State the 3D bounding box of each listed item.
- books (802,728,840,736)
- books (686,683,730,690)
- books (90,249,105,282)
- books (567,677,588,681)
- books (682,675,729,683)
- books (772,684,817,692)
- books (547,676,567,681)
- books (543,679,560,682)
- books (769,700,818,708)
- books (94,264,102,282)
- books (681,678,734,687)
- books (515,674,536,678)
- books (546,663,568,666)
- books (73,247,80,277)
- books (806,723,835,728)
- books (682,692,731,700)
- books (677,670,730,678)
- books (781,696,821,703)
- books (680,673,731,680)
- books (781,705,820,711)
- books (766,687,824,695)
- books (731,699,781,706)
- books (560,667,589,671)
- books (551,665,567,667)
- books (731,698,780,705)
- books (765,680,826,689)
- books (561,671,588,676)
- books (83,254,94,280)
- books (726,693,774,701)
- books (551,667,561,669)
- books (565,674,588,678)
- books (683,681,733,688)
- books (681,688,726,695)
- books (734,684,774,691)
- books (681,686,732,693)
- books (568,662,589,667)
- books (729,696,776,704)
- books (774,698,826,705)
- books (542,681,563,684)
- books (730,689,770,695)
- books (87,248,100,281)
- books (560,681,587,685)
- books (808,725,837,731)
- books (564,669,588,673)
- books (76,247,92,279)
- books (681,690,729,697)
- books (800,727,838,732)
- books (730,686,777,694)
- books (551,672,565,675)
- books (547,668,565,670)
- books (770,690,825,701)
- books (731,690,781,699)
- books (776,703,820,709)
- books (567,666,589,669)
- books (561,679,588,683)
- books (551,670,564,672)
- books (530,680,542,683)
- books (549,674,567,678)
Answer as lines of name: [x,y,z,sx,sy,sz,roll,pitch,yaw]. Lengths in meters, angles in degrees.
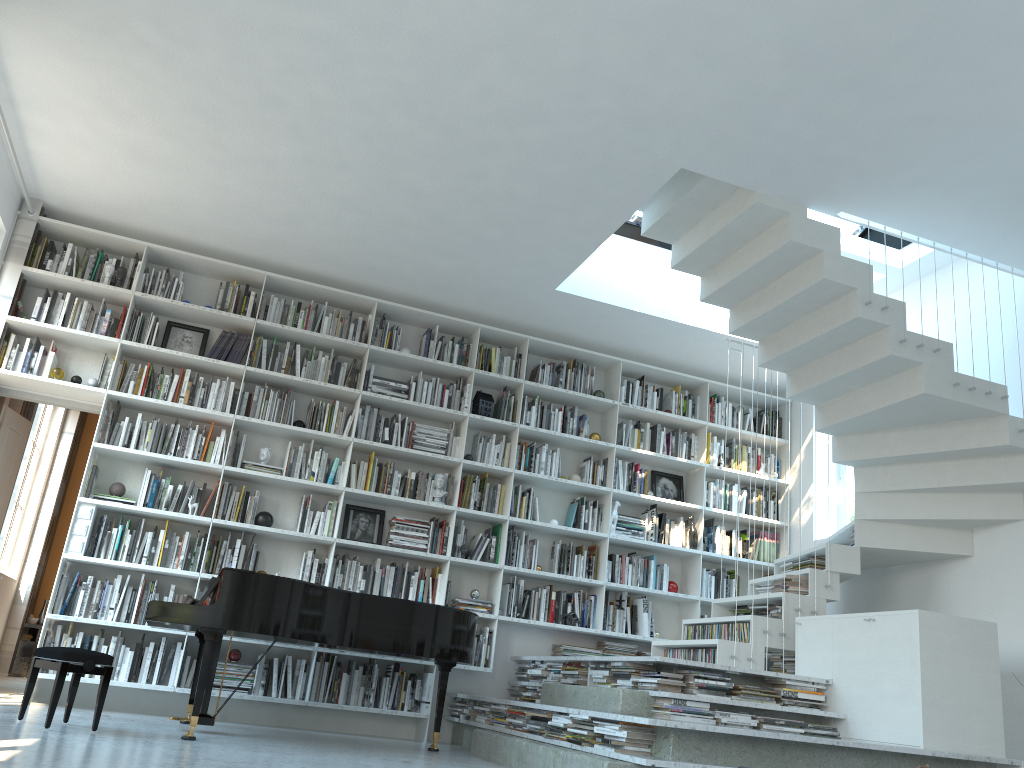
books: [1.664,1.917,4.895,0.234,0.017,0.152,12,-20,-16]
books: [1.056,1.659,4.863,0.210,0.012,0.168,12,-20,-16]
books: [-2.977,-0.801,6.352,0.029,0.313,0.129,13,-20,-17]
books: [0.472,1.936,5.805,0.138,0.017,0.238,13,-20,-18]
books: [1.058,1.625,4.881,0.221,0.018,0.154,12,-20,-16]
books: [1.604,1.729,5.045,0.192,0.024,0.168,11,-20,-12]
books: [0.355,2.019,6.056,0.164,0.023,0.243,11,-20,-13]
books: [0.345,2.034,6.048,0.190,0.012,0.236,13,-20,-19]
books: [1.589,1.812,5.031,0.262,0.016,0.132,15,-21,-22]
books: [-2.956,-0.739,6.330,0.024,0.186,0.160,13,-20,-17]
books: [1.065,1.633,4.853,0.230,0.015,0.190,11,-20,-12]
books: [0.148,2.179,6.593,0.175,0.017,0.266,12,-20,-14]
books: [0.363,1.931,6.085,0.165,0.015,0.243,15,-21,-22]
books: [-3.087,-0.812,6.279,0.057,0.261,0.191,13,-20,-17]
books: [1.664,1.888,4.914,0.215,0.007,0.131,12,-20,-15]
books: [1.053,1.705,4.841,0.216,0.015,0.178,13,-20,-19]
books: [1.056,1.604,4.901,0.261,0.016,0.129,13,-20,-18]
books: [1.594,1.789,5.034,0.268,0.014,0.160,13,-20,-18]
books: [1.062,1.610,4.878,0.228,0.009,0.159,14,-21,-21]
books: [1.592,1.828,5.010,0.220,0.011,0.178,13,-20,-19]
books: [1.604,1.744,5.033,0.261,0.012,0.180,11,-20,-13]
books: [1.314,1.767,4.920,0.291,0.007,0.174,12,-20,-14]
books: [0.456,1.875,5.817,0.187,0.009,0.261,13,-20,-18]
books: [0.373,1.946,6.085,0.149,0.013,0.220,12,-20,-14]
books: [1.315,1.761,4.922,0.287,0.005,0.165,11,-20,-12]
books: [1.609,1.709,5.041,0.286,0.013,0.181,15,-21,-22]
books: [0.457,1.900,5.810,0.179,0.017,0.294,12,-20,-16]
books: [-3.022,-0.782,6.333,0.030,0.256,0.130,13,-20,-17]
books: [1.316,1.740,4.933,0.215,0.015,0.177,12,-20,-16]
books: [0.372,1.957,6.081,0.160,0.010,0.180,13,-20,-17]
books: [0.463,1.918,5.807,0.159,0.018,0.203,13,-20,-19]
books: [1.056,1.650,4.869,0.260,0.009,0.153,12,-20,-14]
books: [1.049,1.686,4.867,0.208,0.012,0.132,14,-21,-21]
books: [1.323,1.691,4.945,0.203,0.011,0.173,15,-21,-22]
books: [1.058,1.668,4.849,0.215,0.013,0.190,13,-20,-18]
books: [0.473,1.849,5.831,0.139,0.028,0.262,11,-20,-12]
books: [1.309,1.758,4.943,0.294,0.014,0.134,14,-20,-20]
books: [1.599,1.794,5.012,0.281,0.008,0.182,11,-20,-12]
books: [0.348,2.046,6.046,0.183,0.012,0.297,13,-20,-18]
books: [1.316,1.716,4.949,0.179,0.010,0.160,12,-20,-15]
books: [-2.994,-0.804,6.334,0.014,0.303,0.146,13,-20,-17]
books: [0.443,1.957,5.788,0.182,0.011,0.254,11,-20,-13]
books: [1.663,1.898,4.911,0.229,0.014,0.133,13,-20,-18]
books: [0.461,1.887,5.816,0.161,0.012,0.255,11,-20,-13]
books: [-3.047,-0.807,6.310,0.039,0.281,0.182,13,-20,-17]
books: [1.049,1.696,4.858,0.227,0.012,0.149,13,-20,-19]
books: [1.664,1.906,4.902,0.225,0.007,0.133,11,-20,-13]
books: [1.319,1.704,4.947,0.246,0.013,0.173,13,-20,-18]
books: [0.373,1.989,6.072,0.150,0.013,0.216,13,-20,-17]
books: [0.366,1.964,6.076,0.167,0.008,0.235,13,-20,-18]
books: [1.599,1.766,5.033,0.284,0.030,0.177,12,-20,-16]
books: [1.323,1.722,4.925,0.273,0.014,0.188,15,-21,-22]
books: [1.590,1.822,5.022,0.259,0.009,0.153,14,-20,-20]
books: [0.482,1.871,5.828,0.129,0.013,0.297,13,-20,-19]
books: [0.450,1.946,5.794,0.178,0.014,0.248,13,-20,-19]
books: [0.372,1.976,6.075,0.144,0.013,0.221,12,-20,-14]
books: [0.249,2.129,6.322,0.173,0.016,0.234,13,-20,-18]
books: [0.368,2.002,6.066,0.154,0.018,0.221,13,-20,-18]
